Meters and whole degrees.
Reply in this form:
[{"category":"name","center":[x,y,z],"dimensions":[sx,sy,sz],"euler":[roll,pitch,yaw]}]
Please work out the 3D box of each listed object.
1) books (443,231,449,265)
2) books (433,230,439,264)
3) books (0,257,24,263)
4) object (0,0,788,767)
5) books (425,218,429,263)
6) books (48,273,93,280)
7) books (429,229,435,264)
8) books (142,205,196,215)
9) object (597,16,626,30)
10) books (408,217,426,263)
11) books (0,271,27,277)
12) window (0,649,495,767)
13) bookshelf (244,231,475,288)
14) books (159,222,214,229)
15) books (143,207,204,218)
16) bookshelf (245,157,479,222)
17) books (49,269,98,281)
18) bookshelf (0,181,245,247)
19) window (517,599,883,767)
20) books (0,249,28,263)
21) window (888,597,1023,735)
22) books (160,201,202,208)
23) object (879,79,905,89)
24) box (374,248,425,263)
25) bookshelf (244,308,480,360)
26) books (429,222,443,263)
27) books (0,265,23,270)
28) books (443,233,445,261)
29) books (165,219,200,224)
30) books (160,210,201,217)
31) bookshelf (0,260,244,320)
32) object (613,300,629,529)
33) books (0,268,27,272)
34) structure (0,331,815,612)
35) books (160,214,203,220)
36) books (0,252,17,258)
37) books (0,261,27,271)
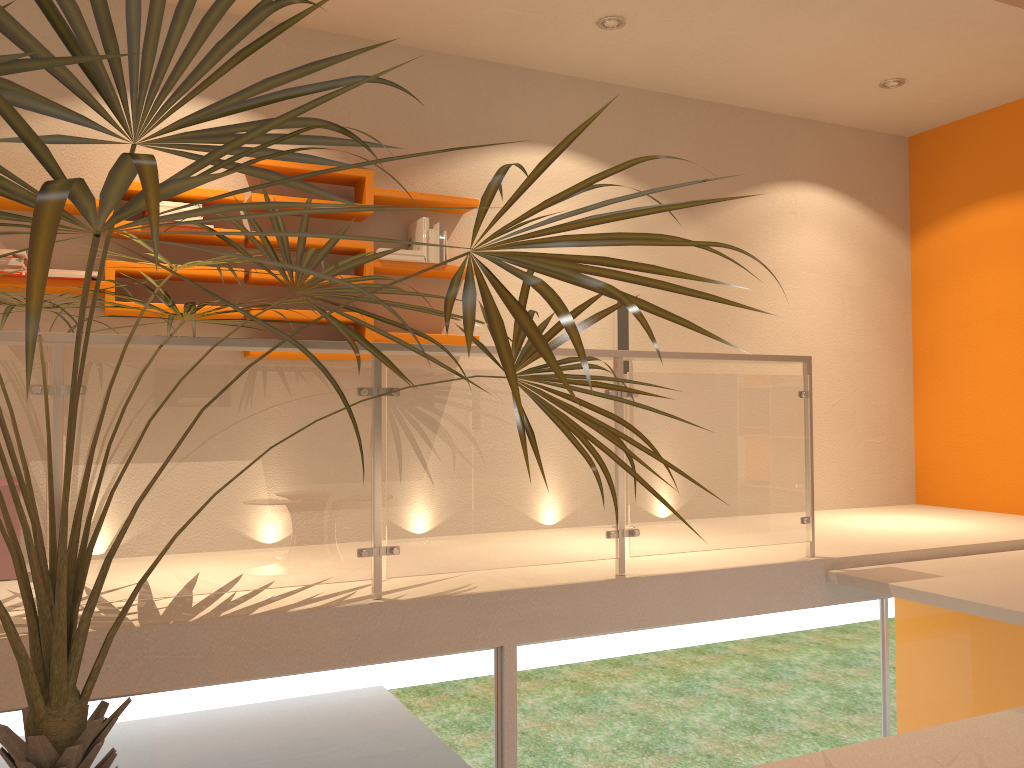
[{"category":"books","center":[-0.380,-0.691,4.615],"dimensions":[0.023,0.169,0.230],"euler":[1,-2,-25]},{"category":"books","center":[-0.429,-0.692,4.590],"dimensions":[0.027,0.169,0.230],"euler":[1,-2,-25]},{"category":"books","center":[-2.184,-0.511,3.725],"dimensions":[0.227,0.017,0.230],"euler":[1,-2,-30]},{"category":"object","center":[-0.829,0.222,2.149],"dimensions":[3.241,2.600,3.098],"euler":[0,-2,-17]},{"category":"books","center":[-0.474,-0.721,4.569],"dimensions":[0.017,0.227,0.230],"euler":[1,-2,-25]},{"category":"books","center":[-1.925,-0.453,3.852],"dimensions":[0.190,0.015,0.254],"euler":[0,-2,-19]},{"category":"books","center":[-0.451,-0.693,4.570],"dimensions":[0.027,0.169,0.230],"euler":[1,-2,-25]},{"category":"books","center":[-1.549,-0.783,4.046],"dimensions":[0.254,0.015,0.190],"euler":[0,-2,-19]},{"category":"object","center":[0.498,-1.824,4.436],"dimensions":[0.143,0.059,0.143],"euler":[-2,-2,36]},{"category":"books","center":[-0.488,-0.722,4.555],"dimensions":[0.017,0.227,0.230],"euler":[1,-2,-25]},{"category":"books","center":[-2.178,-0.455,3.716],"dimensions":[0.297,0.013,0.210],"euler":[1,-2,-25]},{"category":"window","center":[0.794,0.824,2.910],"dimensions":[6.719,1.393,0.908],"euler":[0,-2,-6]},{"category":"bookshelf","center":[-0.735,-0.591,4.457],"dimensions":[1.150,0.220,0.220],"euler":[1,-2,-25]},{"category":"books","center":[-1.533,-0.711,4.054],"dimensions":[0.297,0.013,0.210],"euler":[1,-2,-25]},{"category":"books","center":[-1.544,-0.767,4.046],"dimensions":[0.230,0.017,0.227],"euler":[1,-2,-30]},{"category":"bookshelf","center":[-0.737,-0.947,4.470],"dimensions":[1.150,0.220,0.220],"euler":[1,-2,-25]},{"category":"books","center":[-1.911,-0.469,3.853],"dimensions":[0.230,0.017,0.226],"euler":[1,-2,-25]},{"category":"bookshelf","center":[-1.803,-0.781,3.957],"dimensions":[1.150,0.220,0.220],"euler":[1,-2,-25]},{"category":"window","center":[2.181,2.435,3.508],"dimensions":[4.234,4.599,0.993],"euler":[-1,-2,7]},{"category":"books","center":[-2.172,-0.543,3.732],"dimensions":[0.230,0.017,0.226],"euler":[1,-2,-25]},{"category":"window","center":[3.079,2.464,3.440],"dimensions":[1.860,4.526,2.294],"euler":[1,-2,-25]},{"category":"books","center":[-1.551,-0.799,4.059],"dimensions":[0.226,0.017,0.230],"euler":[1,-2,-25]},{"category":"object","center":[2.258,-1.804,5.271],"dimensions":[0.143,0.059,0.143],"euler":[-2,-2,36]},{"category":"box","center":[-0.588,-0.635,4.473],"dimensions":[0.232,0.047,0.232],"euler":[1,-2,-25]},{"category":"bookshelf","center":[-0.733,-0.234,4.445],"dimensions":[1.150,0.220,0.220],"euler":[1,-2,-25]},{"category":"books","center":[-0.402,-0.712,4.589],"dimensions":[0.021,0.210,0.207],"euler":[1,-2,-25]},{"category":"books","center":[-2.190,-0.480,3.710],"dimensions":[0.254,0.015,0.190],"euler":[1,-2,-29]},{"category":"books","center":[-0.388,-0.686,4.596],"dimensions":[0.009,0.156,0.207],"euler":[1,-2,-25]},{"category":"books","center":[-1.536,-0.723,4.047],"dimensions":[0.190,0.011,0.268],"euler":[1,-2,-24]},{"category":"books","center":[-1.531,-0.751,4.048],"dimensions":[0.190,0.015,0.254],"euler":[1,-2,-24]},{"category":"bookshelf","center":[-1.801,-0.424,3.945],"dimensions":[1.150,0.220,0.220],"euler":[1,-2,-25]},{"category":"object","center":[0.627,0.155,5.054],"dimensions":[0.111,1.317,0.116],"euler":[0,-2,-19]},{"category":"books","center":[-2.182,-0.467,3.715],"dimensions":[0.268,0.011,0.190],"euler":[1,-2,-24]},{"category":"structure","center":[-3.670,0.270,1.678],"dimensions":[11.050,0.900,0.195],"euler":[1,-2,-25]},{"category":"books","center":[-1.530,-0.736,4.039],"dimensions":[0.190,0.015,0.254],"euler":[1,-2,-29]},{"category":"books","center":[-2.185,-0.527,3.731],"dimensions":[0.190,0.015,0.254],"euler":[0,-2,-19]},{"category":"books","center":[-2.182,-0.495,3.711],"dimensions":[0.254,0.015,0.190],"euler":[1,-2,-24]}]
